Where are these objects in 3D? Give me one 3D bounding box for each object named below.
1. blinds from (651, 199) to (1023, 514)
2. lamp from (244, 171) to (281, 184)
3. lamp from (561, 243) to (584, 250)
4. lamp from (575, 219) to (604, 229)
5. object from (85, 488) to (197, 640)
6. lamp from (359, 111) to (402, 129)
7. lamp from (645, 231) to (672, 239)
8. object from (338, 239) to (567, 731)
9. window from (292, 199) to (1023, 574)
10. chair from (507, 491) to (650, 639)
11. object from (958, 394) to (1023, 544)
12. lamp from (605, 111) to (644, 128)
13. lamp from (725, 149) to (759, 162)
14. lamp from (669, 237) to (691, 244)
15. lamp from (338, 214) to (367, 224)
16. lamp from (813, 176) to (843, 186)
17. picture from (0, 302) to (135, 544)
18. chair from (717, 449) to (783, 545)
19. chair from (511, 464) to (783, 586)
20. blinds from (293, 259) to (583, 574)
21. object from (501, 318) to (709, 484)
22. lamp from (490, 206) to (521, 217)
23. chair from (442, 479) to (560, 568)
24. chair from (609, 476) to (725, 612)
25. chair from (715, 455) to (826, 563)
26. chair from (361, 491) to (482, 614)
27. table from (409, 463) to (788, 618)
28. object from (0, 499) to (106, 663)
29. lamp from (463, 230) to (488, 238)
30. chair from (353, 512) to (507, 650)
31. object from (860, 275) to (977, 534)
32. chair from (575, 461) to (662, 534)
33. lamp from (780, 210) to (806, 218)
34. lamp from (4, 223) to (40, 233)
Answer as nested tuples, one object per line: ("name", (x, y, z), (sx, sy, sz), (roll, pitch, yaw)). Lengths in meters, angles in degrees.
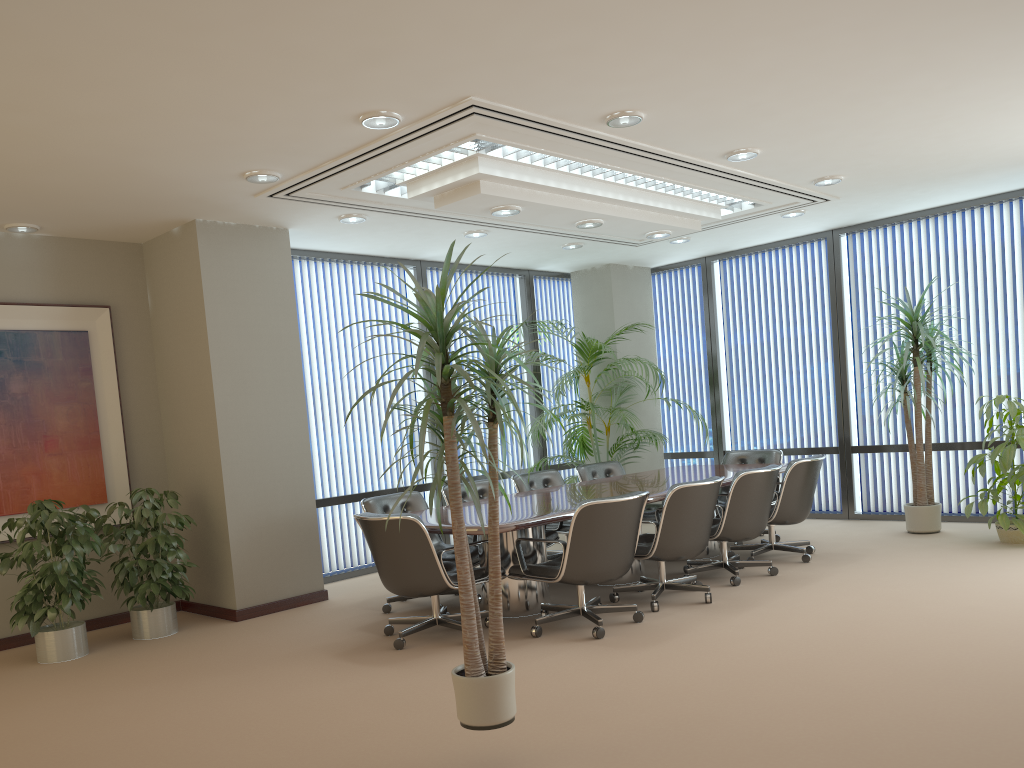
("blinds", (3.280, -0.062, 9.577), (4.944, 2.924, 0.050), (-5, 2, 44))
("lamp", (-1.587, -1.310, 5.609), (0.224, 0.035, 0.225), (-4, -2, -29))
("lamp", (0.605, -1.375, 8.823), (0.224, 0.035, 0.225), (-4, -2, -22))
("lamp", (0.611, -1.255, 6.954), (0.224, 0.035, 0.225), (-4, -2, -22))
("object", (-2.709, 1.314, 6.528), (0.734, 1.099, 0.796), (-5, 2, -14))
("lamp", (-0.707, -1.414, 4.750), (0.224, 0.035, 0.226), (-3, -3, -42))
("lamp", (1.266, -1.285, 7.627), (0.224, 0.035, 0.225), (-4, -2, -22))
("object", (-0.174, 0.422, 3.404), (0.807, 1.843, 0.811), (-4, 3, 19))
("window", (1.438, 0.100, 9.599), (7.370, 2.930, 3.521), (-5, 0, 0))
("chair", (0.445, 1.136, 5.647), (0.748, 0.863, 0.859), (-6, 2, -42))
("object", (4.229, 0.731, 7.276), (0.981, 1.320, 0.851), (-4, 2, 15))
("lamp", (0.646, -1.515, 5.069), (0.226, 0.035, 0.224), (-6, -2, 34))
("lamp", (1.573, -1.558, 6.022), (0.224, 0.035, 0.225), (-4, -2, -22))
("lamp", (1.714, -1.461, 9.001), (0.224, 0.035, 0.226), (-3, -2, -35))
("lamp", (-1.249, -1.290, 6.918), (0.224, 0.035, 0.225), (-4, -2, -29))
("lamp", (2.500, -1.600, 6.974), (0.224, 0.035, 0.225), (-4, -2, -22))
("picture", (-3.560, 0.277, 6.572), (0.058, 1.757, 1.287), (-1, 4, 44))
("chair", (2.219, 1.094, 8.544), (0.761, 0.863, 0.847), (-3, 2, 44))
("chair", (1.078, 1.148, 7.433), (2.535, 0.862, 0.754), (-6, 0, 44))
("blinds", (-0.460, 0.249, 9.559), (0.032, 2.924, 4.866), (-1, 2, 44))
("object", (0.900, 0.425, 9.665), (2.157, 2.493, 2.088), (-5, 2, -25))
("lamp", (-0.044, -1.225, 6.281), (0.224, 0.035, 0.225), (-4, -2, -29))
("chair", (-0.110, 1.246, 7.413), (0.855, 0.863, 0.754), (-4, 2, 44))
("chair", (1.088, 1.104, 6.244), (0.855, 0.863, 0.754), (-4, 2, 44))
("chair", (2.219, 1.054, 7.464), (0.855, 0.864, 0.730), (-4, 2, 39))
("chair", (-0.671, 1.270, 6.779), (0.855, 0.864, 0.754), (-4, 2, 39))
("table", (0.816, 1.214, 7.146), (1.511, 0.753, 4.046), (-6, -2, 44))
("object", (-3.103, 1.328, 6.031), (0.800, 1.100, 0.731), (-4, 2, 26))
("lamp", (-0.322, -1.332, 7.870), (0.224, 0.035, 0.225), (-4, -2, -22))
("chair", (-0.535, 1.220, 5.714), (0.761, 0.863, 0.847), (-3, 2, 44))
("object", (3.741, 0.225, 8.081), (1.019, 2.327, 1.024), (-4, 3, 19))
("chair", (1.096, 1.189, 8.592), (0.754, 0.863, 0.854), (-6, 1, -41))
("lamp", (2.594, -1.565, 8.142), (0.226, 0.035, 0.224), (-6, -2, 34))
("lamp", (-3.538, -1.120, 6.368), (0.224, 0.035, 0.226), (-3, -2, -35))
